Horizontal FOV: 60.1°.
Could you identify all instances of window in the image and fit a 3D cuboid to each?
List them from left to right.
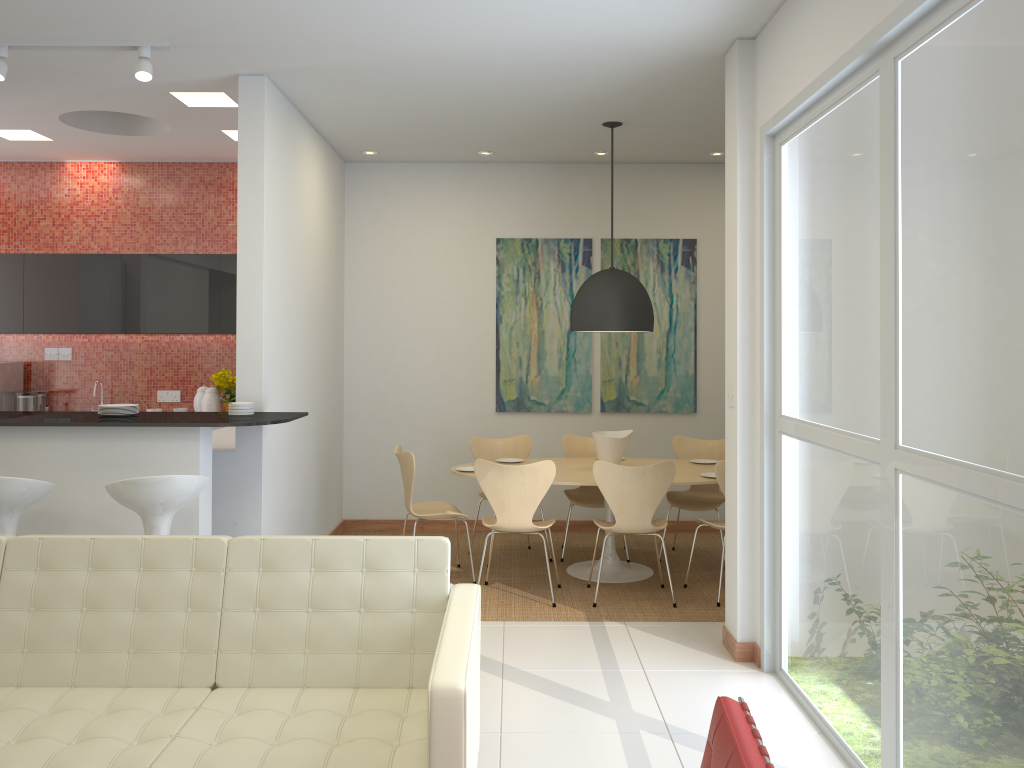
[{"bbox_3d":[1.305,0.142,2.730,0.121,2.715,3.434,0,1,0],"label":"window"}]

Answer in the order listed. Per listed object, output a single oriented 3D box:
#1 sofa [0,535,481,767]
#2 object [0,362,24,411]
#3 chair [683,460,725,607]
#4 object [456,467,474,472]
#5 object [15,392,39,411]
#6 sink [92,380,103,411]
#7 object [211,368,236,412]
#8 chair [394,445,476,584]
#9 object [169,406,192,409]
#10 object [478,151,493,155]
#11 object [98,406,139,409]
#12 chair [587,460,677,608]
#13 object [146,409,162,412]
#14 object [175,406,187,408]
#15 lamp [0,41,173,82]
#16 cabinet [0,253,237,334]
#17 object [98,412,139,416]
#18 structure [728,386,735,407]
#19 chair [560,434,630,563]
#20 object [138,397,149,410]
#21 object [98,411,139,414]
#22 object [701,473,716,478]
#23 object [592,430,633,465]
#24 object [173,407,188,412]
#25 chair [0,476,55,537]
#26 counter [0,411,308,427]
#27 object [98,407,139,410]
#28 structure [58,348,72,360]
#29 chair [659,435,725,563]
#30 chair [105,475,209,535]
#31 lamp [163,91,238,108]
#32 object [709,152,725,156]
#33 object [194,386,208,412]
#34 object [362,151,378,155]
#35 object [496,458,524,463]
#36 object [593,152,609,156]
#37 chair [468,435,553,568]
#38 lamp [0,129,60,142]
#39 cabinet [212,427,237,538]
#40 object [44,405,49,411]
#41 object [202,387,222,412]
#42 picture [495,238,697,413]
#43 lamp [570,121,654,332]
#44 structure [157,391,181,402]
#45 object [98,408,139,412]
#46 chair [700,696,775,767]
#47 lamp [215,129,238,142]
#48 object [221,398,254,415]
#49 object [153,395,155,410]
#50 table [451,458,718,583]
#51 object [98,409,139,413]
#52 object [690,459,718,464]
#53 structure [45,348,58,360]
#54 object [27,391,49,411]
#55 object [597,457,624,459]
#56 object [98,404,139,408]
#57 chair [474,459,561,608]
[{"bbox_3d":[-1.397,1.020,2.753,2.564,0.923,1.001,0,1,0],"label":"sofa"},{"bbox_3d":[-4.549,0.053,7.377,0.722,0.471,0.435,0,1,0],"label":"object"},{"bbox_3d":[1.461,0.915,5.738,0.521,0.907,0.515,0,0,-17],"label":"chair"},{"bbox_3d":[-0.289,0.601,6.220,0.210,0.015,0.210,1,3,22],"label":"object"},{"bbox_3d":[-4.016,0.182,7.327,0.172,0.215,0.172,0,1,19],"label":"object"},{"bbox_3d":[-3.488,0.240,7.409,0.808,0.538,0.417,0,0,0],"label":"sink"},{"bbox_3d":[-2.220,0.069,7.306,0.522,0.449,0.503,0,1,2],"label":"object"},{"bbox_3d":[-0.552,0.891,6.116,0.515,0.907,0.521,0,0,-16],"label":"chair"},{"bbox_3d":[-2.785,0.197,7.438,0.008,0.009,0.234,1,2,29],"label":"object"},{"bbox_3d":[-0.219,-1.909,7.324,0.129,0.010,0.129,-2,4,-45],"label":"object"},{"bbox_3d":[-2.187,0.132,4.923,0.210,0.015,0.210,3,4,44],"label":"object"},{"bbox_3d":[0.757,0.916,5.652,0.521,0.907,0.515,0,0,0],"label":"chair"},{"bbox_3d":[-2.949,0.250,7.294,0.121,0.084,0.121,1,2,20],"label":"object"},{"bbox_3d":[-2.790,0.196,7.467,0.008,0.009,0.234,1,2,24],"label":"object"},{"bbox_3d":[-2.725,-1.704,4.674,1.822,0.199,0.112,0,0,0],"label":"lamp"},{"bbox_3d":[-3.224,-0.755,7.489,3.242,0.660,0.352,0,0,0],"label":"cabinet"},{"bbox_3d":[-2.187,0.167,4.922,0.210,0.015,0.210,3,4,44],"label":"object"},{"bbox_3d":[1.147,0.063,4.639,0.013,0.104,0.114,0,1,0],"label":"structure"},{"bbox_3d":[0.639,0.863,6.827,0.521,0.907,0.515,0,0,4],"label":"chair"},{"bbox_3d":[-3.013,0.195,7.303,0.164,0.178,0.011,0,-1,14],"label":"object"},{"bbox_3d":[-2.187,0.160,4.922,0.210,0.015,0.210,3,4,44],"label":"object"},{"bbox_3d":[1.378,0.619,5.961,0.210,0.015,0.210,-2,3,-35],"label":"object"},{"bbox_3d":[0.706,0.469,6.315,0.271,0.280,0.261,1,1,35],"label":"object"},{"bbox_3d":[-2.792,0.243,7.457,0.121,0.084,0.121,-1,2,-35],"label":"object"},{"bbox_3d":[-2.408,0.912,4.179,0.457,1.022,0.464,0,0,11],"label":"chair"},{"bbox_3d":[-2.671,0.185,4.802,2.964,0.019,0.736,0,3,0],"label":"counter"},{"bbox_3d":[-2.187,0.139,4.923,0.210,0.015,0.210,3,4,44],"label":"object"},{"bbox_3d":[-3.864,-0.257,7.655,0.114,0.104,0.008,0,-1,0],"label":"structure"},{"bbox_3d":[1.422,0.871,6.705,0.521,0.907,0.515,0,0,24],"label":"chair"},{"bbox_3d":[-1.675,0.914,4.182,0.457,1.022,0.464,0,0,-14],"label":"chair"},{"bbox_3d":[-1.993,-1.866,5.763,0.408,0.034,0.409,0,3,0],"label":"lamp"},{"bbox_3d":[1.695,-1.903,7.324,0.129,0.010,0.129,-2,4,-45],"label":"object"},{"bbox_3d":[-2.596,0.148,7.455,0.159,0.283,0.159,0,0,-38],"label":"object"},{"bbox_3d":[-1.176,-1.913,7.325,0.129,0.010,0.129,-2,4,-45],"label":"object"},{"bbox_3d":[-0.016,0.581,6.690,0.210,0.015,0.210,1,3,22],"label":"object"},{"bbox_3d":[0.738,-1.906,7.324,0.129,0.010,0.129,-2,4,-45],"label":"object"},{"bbox_3d":[-0.024,0.865,6.735,0.521,0.907,0.516,0,0,-21],"label":"chair"},{"bbox_3d":[-3.761,-1.916,6.760,0.408,0.034,0.409,0,3,0],"label":"lamp"},{"bbox_3d":[-3.276,0.826,6.406,3.335,0.985,2.496,0,2,0],"label":"cabinet"},{"bbox_3d":[-3.932,0.226,7.482,0.037,0.092,0.037,0,0,0],"label":"object"},{"bbox_3d":[-2.477,0.155,7.306,0.159,0.283,0.159,0,0,-38],"label":"object"},{"bbox_3d":[0.728,-0.507,7.651,1.738,1.508,0.020,0,-1,0],"label":"picture"},{"bbox_3d":[0.717,-1.120,6.341,0.594,1.495,0.594,0,0,2],"label":"lamp"},{"bbox_3d":[-2.963,0.107,7.645,0.198,0.099,0.016,0,-1,0],"label":"structure"},{"bbox_3d":[-2.187,0.146,4.923,0.210,0.015,0.210,3,4,44],"label":"object"},{"bbox_3d":[0.196,1.130,1.707,0.706,0.817,0.700,0,1,5],"label":"chair"},{"bbox_3d":[-1.992,-1.910,6.760,0.408,0.034,0.409,0,3,0],"label":"lamp"},{"bbox_3d":[-1.549,0.121,5.011,0.173,0.097,0.140,0,1,-7],"label":"object"},{"bbox_3d":[-2.969,0.192,7.350,0.009,0.195,0.140,1,0,-30],"label":"object"},{"bbox_3d":[0.694,0.972,6.323,2.262,0.729,1.280,0,2,1],"label":"table"},{"bbox_3d":[-2.187,0.153,4.922,0.210,0.015,0.210,3,4,44],"label":"object"},{"bbox_3d":[1.448,0.587,6.665,0.210,0.015,0.210,-1,3,-22],"label":"object"},{"bbox_3d":[-3.982,-0.258,7.653,0.114,0.104,0.013,0,-1,0],"label":"structure"},{"bbox_3d":[-4.056,0.171,7.560,0.172,0.215,0.172,0,1,19],"label":"object"},{"bbox_3d":[0.762,0.577,6.846,0.210,0.015,0.210,1,3,18],"label":"object"},{"bbox_3d":[-2.187,0.125,4.923,0.210,0.015,0.210,3,4,44],"label":"object"},{"bbox_3d":[0.040,0.912,5.680,0.521,0.907,0.515,0,0,7],"label":"chair"}]
